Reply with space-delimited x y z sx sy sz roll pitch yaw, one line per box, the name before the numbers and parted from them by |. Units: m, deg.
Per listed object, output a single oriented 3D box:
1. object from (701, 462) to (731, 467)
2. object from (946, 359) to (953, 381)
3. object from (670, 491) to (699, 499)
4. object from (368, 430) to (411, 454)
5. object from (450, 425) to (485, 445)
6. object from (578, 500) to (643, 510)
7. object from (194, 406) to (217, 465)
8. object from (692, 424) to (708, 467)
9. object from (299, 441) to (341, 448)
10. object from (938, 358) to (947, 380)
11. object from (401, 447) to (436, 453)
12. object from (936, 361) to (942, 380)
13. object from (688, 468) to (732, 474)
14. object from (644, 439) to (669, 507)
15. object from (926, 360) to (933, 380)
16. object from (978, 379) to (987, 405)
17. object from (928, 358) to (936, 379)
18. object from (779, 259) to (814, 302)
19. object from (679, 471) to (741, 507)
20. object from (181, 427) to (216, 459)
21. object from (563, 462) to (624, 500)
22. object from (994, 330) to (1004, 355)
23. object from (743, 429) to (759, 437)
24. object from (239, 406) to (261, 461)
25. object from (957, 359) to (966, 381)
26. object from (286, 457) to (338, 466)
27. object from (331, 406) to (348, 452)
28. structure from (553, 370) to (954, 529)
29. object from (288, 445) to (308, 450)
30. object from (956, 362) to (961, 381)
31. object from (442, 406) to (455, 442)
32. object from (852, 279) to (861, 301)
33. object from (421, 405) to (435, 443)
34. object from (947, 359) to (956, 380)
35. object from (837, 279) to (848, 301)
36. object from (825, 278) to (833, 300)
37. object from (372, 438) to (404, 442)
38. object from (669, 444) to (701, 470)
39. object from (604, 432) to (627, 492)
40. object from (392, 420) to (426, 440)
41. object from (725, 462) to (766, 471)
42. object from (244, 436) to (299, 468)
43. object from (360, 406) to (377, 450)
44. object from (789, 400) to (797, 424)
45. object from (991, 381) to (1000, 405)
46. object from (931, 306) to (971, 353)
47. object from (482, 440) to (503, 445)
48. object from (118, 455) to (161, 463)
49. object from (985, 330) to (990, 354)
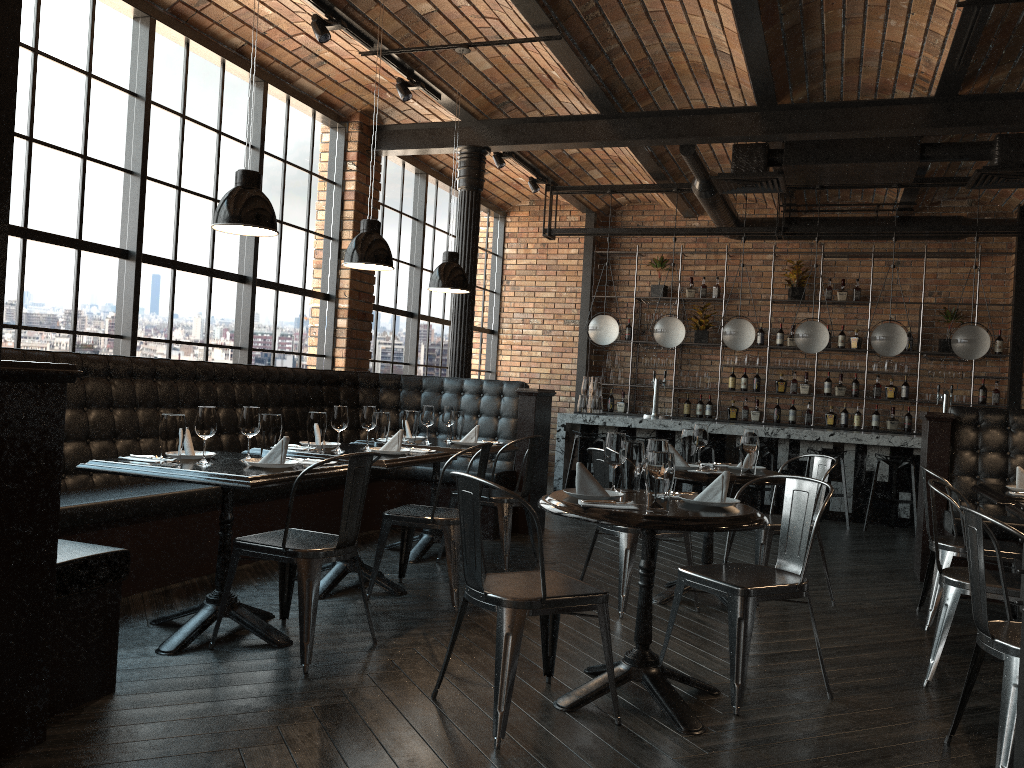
object | 1.234 0.483 5.342 0.255 0.019 0.157 3 0 -20
object | 5.121 -0.162 10.360 0.092 0.244 0.092 3 0 -31
object | 0.660 0.446 3.592 0.255 0.019 0.157 3 0 -20
object | -0.672 0.316 4.885 0.232 0.139 0.232 3 0 17
object | -0.293 0.340 5.930 0.232 0.139 0.232 3 0 17
object | 0.365 0.428 3.181 0.255 0.019 0.157 3 0 0
object | -1.310 0.218 3.787 0.092 0.244 0.092 3 0 -31
object | 1.112 0.362 5.245 0.092 0.244 0.092 3 0 19
object | -1.087 0.292 5.042 0.232 0.139 0.232 3 0 14
object | 4.972 -0.171 10.239 0.092 0.244 0.092 3 0 -31
object | -0.577 0.377 5.123 0.255 0.019 0.157 3 0 20
object | 5.028 -0.167 10.394 0.092 0.244 0.092 3 0 -31
object | 1.098 0.474 4.856 0.255 0.019 0.157 3 0 -40
object | 0.526 0.324 3.229 0.092 0.244 0.092 3 0 17
object | 4.925 -0.173 10.432 0.092 0.244 0.092 3 0 -31
object | 5.404 0.088 10.177 0.086 0.299 0.086 3 0 -21
object | 4.869 -0.177 10.277 0.092 0.244 0.092 3 0 -31
object | 3.504 -1.280 10.933 0.425 0.526 0.430 3 0 22
object | 0.761 0.397 3.408 0.232 0.139 0.232 3 0 -25
object | -1.459 0.269 4.016 0.232 0.139 0.232 3 0 14
object | 0.315 0.371 3.395 0.232 0.139 0.232 3 0 16
object | 5.578 -0.473 10.152 0.086 0.298 0.086 3 0 -16
object | 1.334 0.375 4.968 0.092 0.244 0.092 3 0 19
object | -1.190 0.226 4.021 0.092 0.244 0.092 3 0 -31
object | 5.162 -0.160 10.170 0.092 0.244 0.092 3 0 -31
object | -0.949 0.354 4.097 0.255 0.019 0.157 3 0 20
object | -0.938 0.242 4.813 0.092 0.244 0.092 3 0 -31
structure | 3.326 0.666 9.660 5.346 1.430 1.930 3 0 20
object | -1.165 0.342 4.832 0.255 0.019 0.157 3 0 20
object | 5.219 -0.156 10.325 0.092 0.244 0.092 3 0 -31
object | -0.439 0.274 6.093 0.092 0.244 0.092 3 0 -19
object | 4.145 -1.121 10.658 0.083 0.282 0.083 3 0 5
object | -0.559 0.266 5.858 0.092 0.244 0.092 3 0 -19
object | 5.065 -0.166 10.205 0.092 0.244 0.092 3 0 -31
object | 3.997 -1.128 10.713 0.123 0.279 0.123 3 0 24
object | 3.851 -1.138 10.765 0.083 0.282 0.083 3 0 20
object | -0.786 0.366 5.878 0.255 0.019 0.157 3 0 20
object | 0.946 0.411 4.995 0.232 0.139 0.232 3 0 -26
object | 0.413 0.318 3.565 0.092 0.244 0.092 3 0 -17
object | -0.708 0.317 6.088 0.232 0.139 0.232 3 0 14
object | 1.361 0.435 5.160 0.232 0.139 0.232 3 0 -10
object | -1.044 0.292 3.859 0.232 0.139 0.232 3 0 17
object | -0.818 0.249 5.047 0.092 0.244 0.092 3 0 -19
object | 3.448 0.340 10.885 0.086 0.298 0.086 3 0 -21
object | 5.530 0.104 10.127 0.083 0.282 0.083 3 0 30
object | 5.080 -0.631 10.271 0.374 0.560 0.398 3 0 -8
object | -0.198 0.401 6.168 0.255 0.019 0.157 3 0 20
object | -1.537 0.318 3.806 0.255 0.019 0.157 3 0 20
object | 5.437 -0.473 10.175 0.083 0.282 0.083 3 0 35
